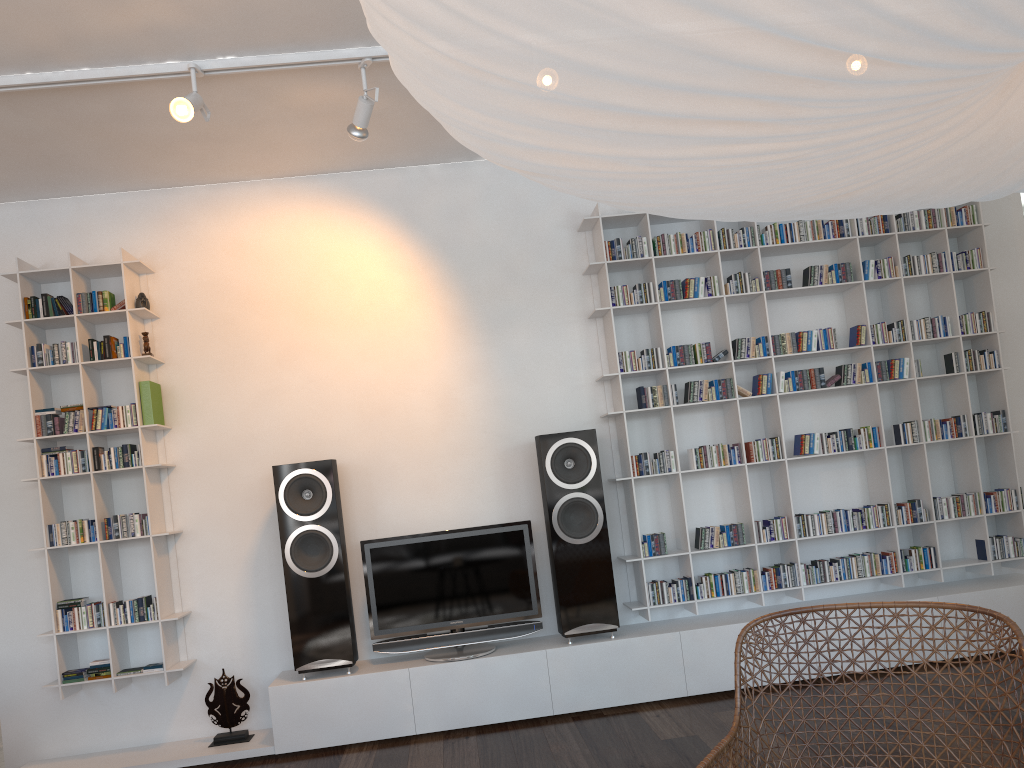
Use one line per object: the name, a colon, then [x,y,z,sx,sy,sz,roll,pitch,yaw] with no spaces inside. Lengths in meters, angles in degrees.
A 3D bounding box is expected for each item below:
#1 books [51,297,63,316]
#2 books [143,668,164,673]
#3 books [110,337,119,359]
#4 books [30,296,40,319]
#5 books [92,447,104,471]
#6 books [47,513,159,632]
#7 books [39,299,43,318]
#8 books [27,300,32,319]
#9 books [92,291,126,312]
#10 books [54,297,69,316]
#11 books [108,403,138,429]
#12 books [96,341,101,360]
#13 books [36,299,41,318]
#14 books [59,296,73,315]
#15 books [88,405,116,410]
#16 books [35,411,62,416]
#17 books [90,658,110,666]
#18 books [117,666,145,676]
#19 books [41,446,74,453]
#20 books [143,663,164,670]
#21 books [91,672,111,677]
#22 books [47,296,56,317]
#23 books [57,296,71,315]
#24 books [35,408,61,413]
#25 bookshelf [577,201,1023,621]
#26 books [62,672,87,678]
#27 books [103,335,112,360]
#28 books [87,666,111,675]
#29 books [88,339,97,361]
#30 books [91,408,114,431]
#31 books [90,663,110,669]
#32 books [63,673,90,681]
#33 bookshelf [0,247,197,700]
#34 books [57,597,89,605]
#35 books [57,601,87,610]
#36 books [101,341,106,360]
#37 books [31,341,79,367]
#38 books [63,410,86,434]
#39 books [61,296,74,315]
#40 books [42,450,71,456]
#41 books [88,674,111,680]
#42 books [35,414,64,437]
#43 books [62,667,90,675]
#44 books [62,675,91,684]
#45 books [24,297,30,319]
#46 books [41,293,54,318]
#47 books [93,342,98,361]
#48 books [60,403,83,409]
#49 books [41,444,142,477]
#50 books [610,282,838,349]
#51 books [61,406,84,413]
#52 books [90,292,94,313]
books: [-2.152,-0.358,4.192,0.028,0.093,0.070,-7,-3,-5]
books: [-1.680,1.343,4.170,0.092,0.013,0.070,-6,-6,-5]
books: [-1.886,-0.166,4.206,0.016,0.107,0.069,-7,-3,-5]
books: [-2.247,-0.355,4.181,0.023,0.107,0.069,-7,-3,-5]
books: [-1.956,0.358,4.192,0.029,0.115,0.074,-7,-3,-5]
books: [-1.916,0.884,4.187,0.469,0.509,0.123,-6,-2,-5]
books: [-2.214,-0.351,4.187,0.014,0.092,0.070,-7,-3,-5]
books: [-2.265,-0.345,4.182,0.014,0.092,0.070,-7,-3,-5]
books: [-1.911,-0.387,4.240,0.160,0.110,0.102,-6,-4,-5]
books: [-2.129,-0.360,4.192,0.046,0.090,0.070,-7,-3,-5]
books: [-1.836,0.157,4.219,0.136,0.112,0.123,-6,-4,-5]
books: [-1.949,-0.151,4.199,0.014,0.092,0.070,-7,-3,-5]
books: [-2.228,-0.349,4.185,0.014,0.092,0.070,-7,-3,-5]
books: [-2.103,-0.366,4.196,0.057,0.098,0.069,-7,-3,-5]
books: [-1.944,0.114,4.196,0.107,0.008,0.069,-6,-6,-5]
books: [-2.190,0.141,4.180,0.092,0.013,0.070,-6,-6,-5]
books: [-1.917,1.301,4.142,0.092,0.013,0.070,-6,-6,-5]
books: [-1.795,1.357,4.182,0.111,0.012,0.093,-6,-6,-5]
books: [-2.159,0.314,4.206,0.111,0.022,0.096,-6,-6,-5]
books: [-1.677,1.329,4.167,0.093,0.013,0.070,-7,-6,1]
books: [-1.911,1.351,4.139,0.092,0.013,0.070,-6,-6,-5]
books: [-2.172,-0.359,4.189,0.019,0.099,0.075,-7,-3,-5]
books: [-2.112,-0.365,4.195,0.057,0.098,0.069,-7,-3,-5]
books: [-2.188,0.127,4.177,0.093,0.013,0.070,-7,-6,1]
bookshelf: [1.493,0.037,4.525,2.083,2.068,0.227,-6,-2,-5]
books: [-2.036,1.352,4.128,0.092,0.015,0.070,-6,-6,-5]
books: [-1.910,-0.168,4.203,0.029,0.115,0.074,-7,-3,-5]
books: [-1.920,1.334,4.137,0.107,0.023,0.069,-6,-6,-5]
books: [-1.981,-0.155,4.194,0.023,0.107,0.069,-7,-3,-5]
books: [-1.944,0.171,4.200,0.088,0.107,0.096,-7,-4,-5]
books: [-1.915,1.315,4.141,0.092,0.013,0.070,-6,-6,-5]
books: [-2.033,1.365,4.129,0.092,0.014,0.070,-6,-6,-5]
bookshelf: [-1.974,0.419,4.243,0.639,2.068,0.227,-7,-2,-5]
books: [-2.070,1.023,4.175,0.111,0.012,0.093,-6,-6,-5]
books: [-2.068,1.039,4.157,0.107,0.023,0.069,-6,-6,-5]
books: [-1.932,-0.154,4.199,0.020,0.092,0.070,-7,-3,-5]
books: [-2.153,-0.136,4.210,0.221,0.112,0.109,-6,-4,-5]
books: [-2.059,0.184,4.194,0.114,0.107,0.096,-6,-4,-5]
books: [-2.094,-0.367,4.197,0.057,0.098,0.069,-7,-3,-5]
books: [-2.155,0.329,4.202,0.111,0.012,0.093,-6,-6,-5]
books: [-1.916,1.368,4.140,0.107,0.016,0.069,-6,-6,-5]
books: [-2.180,0.199,4.184,0.101,0.104,0.096,-6,-4,-5]
books: [-2.032,1.341,4.131,0.107,0.009,0.069,-6,-6,-5]
books: [-2.031,1.379,4.128,0.098,0.015,0.075,-6,-6,-5]
books: [-2.281,-0.350,4.184,0.016,0.107,0.069,-7,-3,-5]
books: [-2.196,-0.364,4.189,0.029,0.115,0.074,-7,-3,-5]
books: [-1.963,-0.150,4.198,0.014,0.092,0.070,-7,-3,-5]
books: [-2.064,0.108,4.190,0.111,0.014,0.093,-6,-6,-5]
books: [-1.977,0.363,4.208,0.467,0.112,0.123,-6,-4,-5]
books: [1.061,-0.325,4.455,1.123,0.430,0.102,-6,-2,-5]
books: [-2.063,0.121,4.181,0.107,0.017,0.069,-6,-6,-5]
books: [-1.995,-0.377,4.217,0.012,0.107,0.069,-7,-3,-5]
